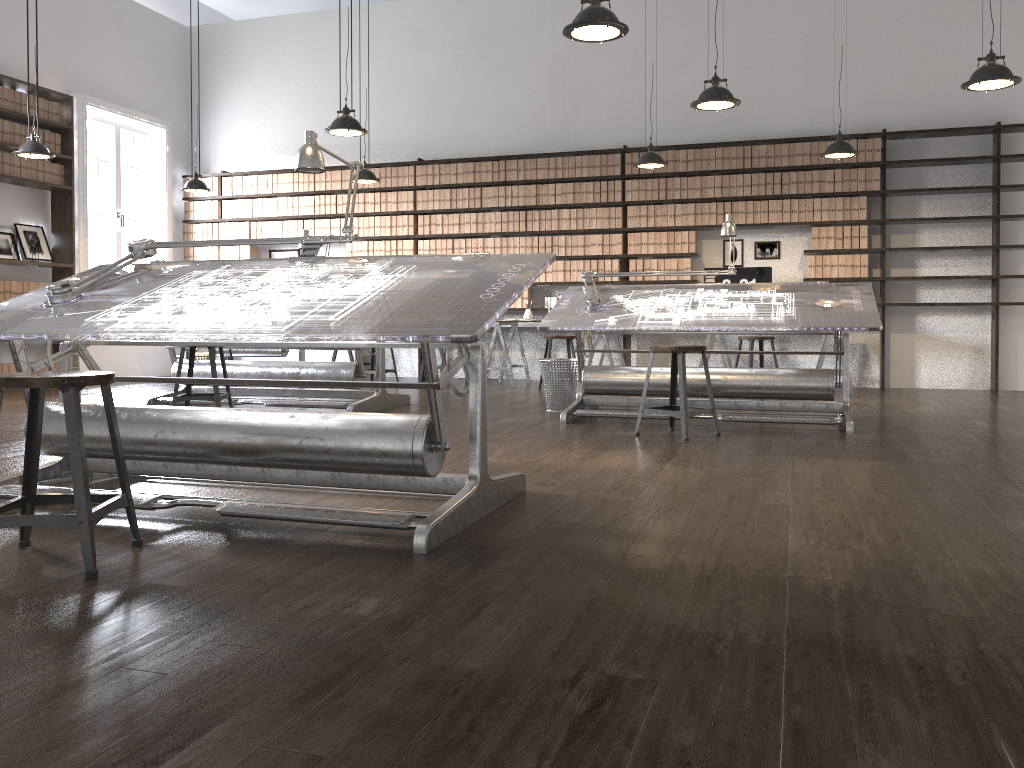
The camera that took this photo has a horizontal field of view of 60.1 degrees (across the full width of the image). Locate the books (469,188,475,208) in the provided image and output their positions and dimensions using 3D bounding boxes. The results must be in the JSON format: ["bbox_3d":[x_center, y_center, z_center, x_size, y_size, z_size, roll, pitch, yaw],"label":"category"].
[{"bbox_3d":[-0.412,-2.033,9.746,0.067,0.225,0.175,0,2,18],"label":"books"}]

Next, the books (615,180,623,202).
[{"bbox_3d":[1.126,-1.999,9.248,0.067,0.225,0.175,0,2,18],"label":"books"}]

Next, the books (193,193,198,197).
[{"bbox_3d":[-3.815,-2.388,10.833,0.067,0.225,0.175,0,2,18],"label":"books"}]

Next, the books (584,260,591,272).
[{"bbox_3d":[0.815,-1.191,9.367,0.067,0.225,0.175,0,2,18],"label":"books"}]

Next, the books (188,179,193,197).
[{"bbox_3d":[-3.885,-2.390,10.852,0.067,0.225,0.175,0,2,18],"label":"books"}]

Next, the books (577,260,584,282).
[{"bbox_3d":[0.745,-1.193,9.385,0.067,0.225,0.175,0,2,18],"label":"books"}]

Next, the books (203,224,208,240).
[{"bbox_3d":[-3.693,-1.836,10.808,0.067,0.225,0.175,0,2,18],"label":"books"}]

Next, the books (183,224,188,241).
[{"bbox_3d":[-3.962,-1.841,10.888,0.067,0.225,0.175,0,2,18],"label":"books"}]

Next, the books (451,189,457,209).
[{"bbox_3d":[-0.614,-2.037,9.811,0.067,0.225,0.175,0,2,18],"label":"books"}]

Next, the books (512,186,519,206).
[{"bbox_3d":[0.060,-2.022,9.589,0.067,0.225,0.175,0,2,18],"label":"books"}]

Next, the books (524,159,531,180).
[{"bbox_3d":[0.190,-2.297,9.547,0.067,0.225,0.175,0,2,18],"label":"books"}]

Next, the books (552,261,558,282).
[{"bbox_3d":[0.484,-1.199,9.472,0.067,0.225,0.175,0,2,18],"label":"books"}]

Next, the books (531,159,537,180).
[{"bbox_3d":[0.256,-2.295,9.524,0.067,0.225,0.175,0,2,18],"label":"books"}]

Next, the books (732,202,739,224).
[{"bbox_3d":[2.250,-1.707,8.894,0.067,0.225,0.175,0,2,18],"label":"books"}]

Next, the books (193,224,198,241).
[{"bbox_3d":[-3.829,-1.839,10.851,0.067,0.225,0.175,0,2,18],"label":"books"}]

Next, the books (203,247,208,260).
[{"bbox_3d":[-3.692,-1.558,10.806,0.067,0.225,0.175,0,2,18],"label":"books"}]

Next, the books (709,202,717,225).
[{"bbox_3d":[2.039,-1.711,8.957,0.067,0.225,0.175,0,2,18],"label":"books"}]

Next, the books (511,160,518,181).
[{"bbox_3d":[0.052,-2.299,9.584,0.067,0.225,0.175,0,2,18],"label":"books"}]

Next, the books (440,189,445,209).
[{"bbox_3d":[-0.742,-2.040,9.851,0.067,0.225,0.175,0,2,18],"label":"books"}]

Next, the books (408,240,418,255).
[{"bbox_3d":[-1.100,-1.503,9.971,0.067,0.225,0.175,0,2,18],"label":"books"}]

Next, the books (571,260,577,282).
[{"bbox_3d":[0.679,-1.194,9.410,0.067,0.225,0.175,0,2,18],"label":"books"}]

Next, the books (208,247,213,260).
[{"bbox_3d":[-3.623,-1.557,10.784,0.067,0.225,0.175,0,2,18],"label":"books"}]

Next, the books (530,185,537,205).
[{"bbox_3d":[0.252,-2.018,9.525,0.067,0.225,0.175,0,2,18],"label":"books"}]

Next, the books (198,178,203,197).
[{"bbox_3d":[-3.747,-2.387,10.815,0.067,0.225,0.175,0,2,18],"label":"books"}]

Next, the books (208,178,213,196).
[{"bbox_3d":[-3.616,-2.384,10.767,0.067,0.225,0.175,0,2,18],"label":"books"}]

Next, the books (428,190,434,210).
[{"bbox_3d":[-0.872,-2.042,9.889,0.067,0.225,0.175,0,2,18],"label":"books"}]

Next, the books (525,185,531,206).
[{"bbox_3d":[0.190,-2.020,9.550,0.067,0.225,0.175,0,2,18],"label":"books"}]

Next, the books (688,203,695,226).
[{"bbox_3d":[1.840,-1.715,9.019,0.067,0.225,0.175,0,2,18],"label":"books"}]

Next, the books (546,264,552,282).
[{"bbox_3d":[0.423,-1.200,9.490,0.067,0.225,0.175,0,2,18],"label":"books"}]

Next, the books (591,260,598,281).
[{"bbox_3d":[0.884,-1.190,9.339,0.067,0.225,0.175,0,2,18],"label":"books"}]

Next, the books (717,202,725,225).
[{"bbox_3d":[2.108,-1.710,8.940,0.067,0.225,0.175,0,2,18],"label":"books"}]

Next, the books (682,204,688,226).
[{"bbox_3d":[1.777,-1.717,9.044,0.067,0.225,0.175,0,2,18],"label":"books"}]

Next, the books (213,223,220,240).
[{"bbox_3d":[-3.551,-1.833,10.763,0.067,0.225,0.175,0,2,18],"label":"books"}]

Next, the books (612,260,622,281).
[{"bbox_3d":[1.102,-1.185,9.271,0.067,0.225,0.175,0,2,18],"label":"books"}]

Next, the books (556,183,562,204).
[{"bbox_3d":[0.522,-2.012,9.442,0.067,0.225,0.175,0,2,18],"label":"books"}]

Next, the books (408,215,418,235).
[{"bbox_3d":[-1.101,-1.780,9.973,0.067,0.225,0.175,0,2,18],"label":"books"}]

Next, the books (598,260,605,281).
[{"bbox_3d":[0.956,-1.188,9.322,0.067,0.225,0.175,0,2,18],"label":"books"}]

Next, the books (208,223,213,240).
[{"bbox_3d":[-3.624,-1.834,10.780,0.067,0.225,0.175,0,2,18],"label":"books"}]

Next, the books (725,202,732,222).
[{"bbox_3d":[2.178,-1.708,8.911,0.067,0.225,0.175,0,2,18],"label":"books"}]

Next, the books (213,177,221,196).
[{"bbox_3d":[-3.546,-2.383,10.746,0.067,0.225,0.175,0,2,18],"label":"books"}]

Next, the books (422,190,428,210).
[{"bbox_3d":[-0.938,-2.044,9.914,0.067,0.225,0.175,0,2,18],"label":"books"}]

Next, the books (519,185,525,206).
[{"bbox_3d":[0.130,-2.021,9.568,0.067,0.225,0.175,0,2,18],"label":"books"}]

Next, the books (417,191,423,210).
[{"bbox_3d":[-1.004,-2.046,9.937,0.067,0.225,0.175,0,2,18],"label":"books"}]

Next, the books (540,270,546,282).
[{"bbox_3d":[0.354,-1.201,9.510,0.067,0.225,0.175,0,2,18],"label":"books"}]

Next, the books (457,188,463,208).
[{"bbox_3d":[-0.547,-2.036,9.789,0.067,0.225,0.175,0,2,18],"label":"books"}]

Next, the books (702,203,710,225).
[{"bbox_3d":[1.973,-1.713,8.983,0.067,0.225,0.175,0,2,18],"label":"books"}]

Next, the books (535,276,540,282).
[{"bbox_3d":[0.288,-1.203,9.535,0.067,0.225,0.175,0,2,18],"label":"books"}]

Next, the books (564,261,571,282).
[{"bbox_3d":[0.612,-1.196,9.432,0.067,0.225,0.175,0,2,18],"label":"books"}]

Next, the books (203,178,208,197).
[{"bbox_3d":[-3.682,-2.386,10.792,0.067,0.225,0.175,0,2,18],"label":"books"}]

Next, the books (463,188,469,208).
[{"bbox_3d":[-0.481,-2.034,9.763,0.067,0.225,0.175,0,2,18],"label":"books"}]

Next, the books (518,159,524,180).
[{"bbox_3d":[0.122,-2.298,9.565,0.067,0.225,0.175,0,2,18],"label":"books"}]

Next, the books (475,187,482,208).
[{"bbox_3d":[-0.342,-2.031,9.718,0.067,0.225,0.175,0,2,18],"label":"books"}]

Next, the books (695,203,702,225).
[{"bbox_3d":[1.905,-1.714,9.004,0.067,0.225,0.175,0,2,18],"label":"books"}]

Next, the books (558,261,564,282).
[{"bbox_3d":[0.546,-1.197,9.447,0.067,0.225,0.175,0,2,18],"label":"books"}]

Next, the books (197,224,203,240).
[{"bbox_3d":[-3.762,-1.837,10.826,0.067,0.225,0.175,0,2,18],"label":"books"}]

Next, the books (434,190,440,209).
[{"bbox_3d":[-0.803,-2.041,9.868,0.067,0.225,0.175,0,2,18],"label":"books"}]

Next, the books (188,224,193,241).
[{"bbox_3d":[-3.896,-1.840,10.873,0.067,0.225,0.175,0,2,18],"label":"books"}]

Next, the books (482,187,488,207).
[{"bbox_3d":[-0.270,-2.030,9.700,0.067,0.225,0.175,0,2,18],"label":"books"}]

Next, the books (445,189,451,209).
[{"bbox_3d":[-0.680,-2.038,9.826,0.067,0.225,0.175,0,2,18],"label":"books"}]

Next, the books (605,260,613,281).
[{"bbox_3d":[1.027,-1.187,9.293,0.067,0.225,0.175,0,2,18],"label":"books"}]
